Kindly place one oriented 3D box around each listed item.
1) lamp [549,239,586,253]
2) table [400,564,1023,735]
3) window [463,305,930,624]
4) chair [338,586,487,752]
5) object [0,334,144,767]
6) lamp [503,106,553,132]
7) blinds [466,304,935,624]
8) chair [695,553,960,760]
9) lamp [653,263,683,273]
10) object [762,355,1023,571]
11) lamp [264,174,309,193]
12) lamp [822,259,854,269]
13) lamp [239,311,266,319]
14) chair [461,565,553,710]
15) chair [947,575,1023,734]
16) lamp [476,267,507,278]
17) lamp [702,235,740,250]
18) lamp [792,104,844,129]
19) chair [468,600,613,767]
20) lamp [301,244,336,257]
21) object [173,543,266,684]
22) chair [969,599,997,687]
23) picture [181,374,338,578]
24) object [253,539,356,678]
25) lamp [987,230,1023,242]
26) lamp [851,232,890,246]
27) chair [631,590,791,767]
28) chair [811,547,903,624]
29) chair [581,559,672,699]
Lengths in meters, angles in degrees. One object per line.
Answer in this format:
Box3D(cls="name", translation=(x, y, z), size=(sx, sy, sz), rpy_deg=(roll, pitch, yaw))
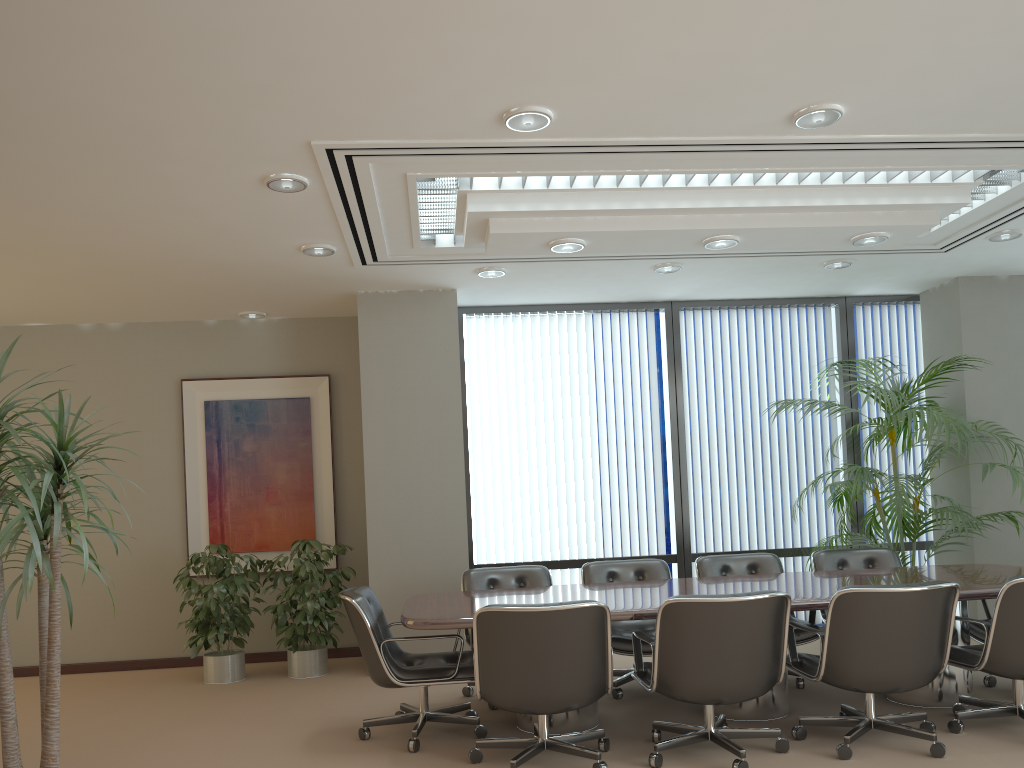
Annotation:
Box3D(cls="lamp", translation=(0.333, -0.823, 5.288), size=(0.225, 0.035, 0.226), rpy_deg=(-4, -7, 12))
Box3D(cls="table", translation=(1.400, 1.601, 5.332), size=(4.066, 0.746, 1.518), rpy_deg=(-2, -6, -5))
Box3D(cls="window", translation=(3.558, 0.545, 6.802), size=(7.413, 2.899, 3.536), rpy_deg=(-8, -7, 40))
Box3D(cls="chair", translation=(-0.565, 1.612, 5.133), size=(0.852, 0.855, 0.763), rpy_deg=(-2, -4, -5))
Box3D(cls="object", translation=(-1.767, 0.735, 3.163), size=(0.816, 1.826, 0.810), rpy_deg=(-1, -3, -30))
Box3D(cls="lamp", translation=(0.071, -1.173, 3.925), size=(0.225, 0.035, 0.227), rpy_deg=(-1, -7, -15))
Box3D(cls="blinds", translation=(2.091, 0.760, 8.013), size=(4.891, 2.900, 0.032), rpy_deg=(-2, -1, -5))
Box3D(cls="chair", translation=(1.791, 1.536, 5.378), size=(0.758, 0.852, 2.547), rpy_deg=(-2, -7, -5))
Box3D(cls="lamp", translation=(1.179, -0.871, 6.676), size=(0.225, 0.035, 0.226), rpy_deg=(-5, -8, 19))
Box3D(cls="object", translation=(3.175, 0.890, 7.199), size=(2.170, 2.469, 2.097), rpy_deg=(-4, -4, 16))
Box3D(cls="lamp", translation=(-1.166, -1.034, 4.568), size=(0.225, 0.035, 0.227), rpy_deg=(-2, -7, -2))
Box3D(cls="lamp", translation=(2.509, -0.918, 6.790), size=(0.225, 0.035, 0.226), rpy_deg=(-5, -8, 19))
Box3D(cls="lamp", translation=(-2.252, -0.591, 7.643), size=(0.225, 0.035, 0.227), rpy_deg=(-3, -7, 5))
Box3D(cls="chair", translation=(0.032, 1.699, 6.027), size=(0.758, 0.855, 0.858), rpy_deg=(-2, -4, -10))
Box3D(cls="chair", translation=(2.678, 1.403, 4.655), size=(0.734, 0.855, 0.858), rpy_deg=(-2, -4, -10))
Box3D(cls="lamp", translation=(-0.152, -0.825, 6.562), size=(0.225, 0.035, 0.226), rpy_deg=(-4, -7, 12))
Box3D(cls="lamp", translation=(1.273, -0.855, 5.369), size=(0.225, 0.035, 0.226), rpy_deg=(-5, -8, 19))
Box3D(cls="lamp", translation=(1.402, -1.219, 4.039), size=(0.225, 0.035, 0.226), rpy_deg=(-5, -8, 19))
Box3D(cls="chair", translation=(0.136, 1.491, 4.441), size=(0.753, 0.855, 0.862), rpy_deg=(-3, -4, -1))
Box3D(cls="lamp", translation=(-1.270, -0.873, 5.793), size=(0.225, 0.035, 0.226), rpy_deg=(-4, -7, 12))
Box3D(cls="object", translation=(-2.299, 1.821, 7.054), size=(0.735, 1.089, 0.803), rpy_deg=(-1, -4, -23))
Box3D(cls="chair", translation=(3.388, 1.475, 5.472), size=(0.852, 0.855, 0.763), rpy_deg=(-2, -4, -5))
Box3D(cls="picture", translation=(-2.222, 0.806, 7.784), size=(1.295, 1.740, 0.058), rpy_deg=(-2, -1, -5))
Box3D(cls="object", translation=(-1.674, 1.807, 7.173), size=(0.738, 1.089, 0.800), rpy_deg=(-4, -4, 27))
Box3D(cls="lamp", translation=(3.469, -1.037, 6.200), size=(0.225, 0.035, 0.227), rpy_deg=(-3, -7, 5))
Box3D(cls="lamp", translation=(2.214, -0.888, 5.450), size=(0.225, 0.035, 0.226), rpy_deg=(-5, -8, 19))
Box3D(cls="chair", translation=(1.016, 1.455, 4.472), size=(0.758, 0.855, 0.858), rpy_deg=(-2, -4, -5))
Box3D(cls="chair", translation=(2.567, 1.611, 6.242), size=(0.759, 0.855, 0.858), rpy_deg=(-3, -4, 0))
Box3D(cls="chair", translation=(0.875, 1.675, 6.140), size=(0.758, 0.855, 0.858), rpy_deg=(-2, -4, -5))
